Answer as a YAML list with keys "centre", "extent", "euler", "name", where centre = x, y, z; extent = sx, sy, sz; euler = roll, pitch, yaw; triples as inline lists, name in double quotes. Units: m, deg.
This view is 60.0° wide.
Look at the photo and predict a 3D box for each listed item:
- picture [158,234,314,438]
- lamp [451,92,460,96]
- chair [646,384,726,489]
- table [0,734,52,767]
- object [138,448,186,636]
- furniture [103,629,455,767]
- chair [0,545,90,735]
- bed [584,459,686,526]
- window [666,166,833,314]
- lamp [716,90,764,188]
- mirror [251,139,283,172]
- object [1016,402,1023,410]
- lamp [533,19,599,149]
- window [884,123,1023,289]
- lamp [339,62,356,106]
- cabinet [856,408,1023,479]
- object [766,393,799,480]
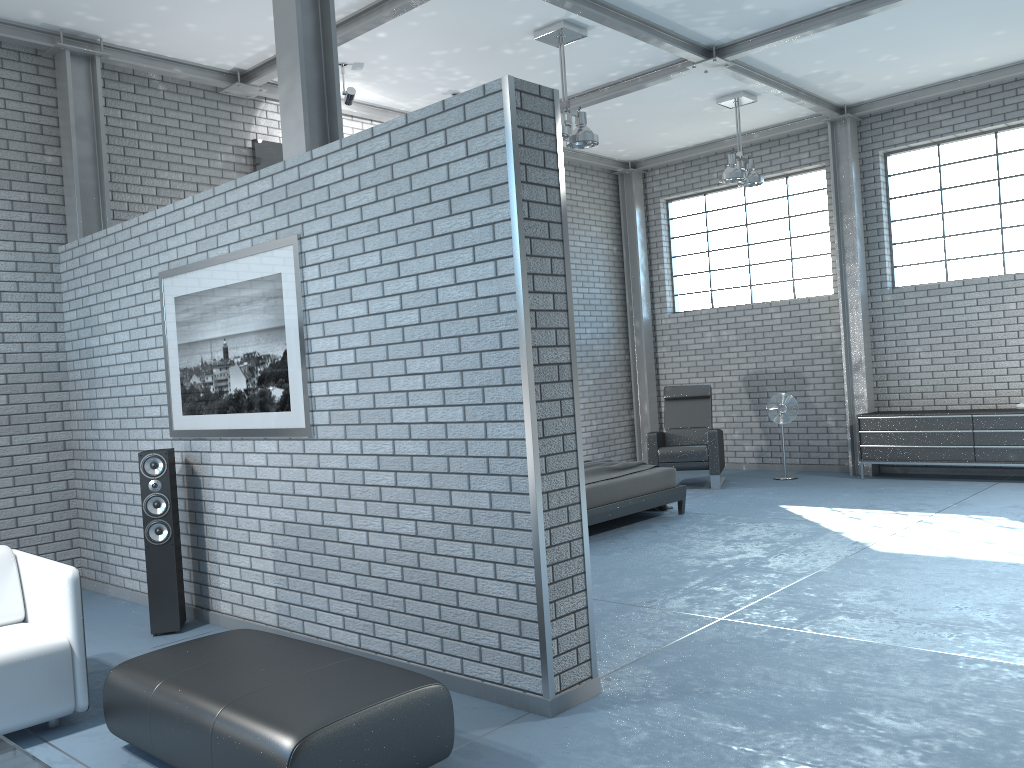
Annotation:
- centre: [-1.574, -0.207, 4.925]
  extent: [1.490, 1.015, 0.020]
  euler: [-3, 1, 43]
  name: "picture"
- centre: [-0.524, -2.544, 8.320]
  extent: [0.167, 0.332, 0.137]
  euler: [-4, 1, 33]
  name: "lamp"
- centre: [1.944, 0.570, 9.871]
  extent: [0.763, 1.099, 0.940]
  euler: [-4, 1, 18]
  name: "chair"
- centre: [-1.719, 1.284, 2.318]
  extent: [0.900, 0.300, 0.900]
  euler: [-3, 1, 43]
  name: "table"
- centre: [-2.021, 0.906, 5.133]
  extent: [0.159, 1.045, 0.254]
  euler: [-4, 1, -12]
  name: "object"
- centre: [-0.888, 1.169, 3.233]
  extent: [1.291, 0.301, 0.685]
  euler: [-3, 1, 43]
  name: "furniture"
- centre: [-2.371, 1.089, 3.764]
  extent: [0.767, 0.661, 0.919]
  euler: [-4, 1, -45]
  name: "chair"
- centre: [0.135, 0.932, 8.055]
  extent: [2.261, 0.674, 2.290]
  euler: [-3, 1, 43]
  name: "bed"
- centre: [2.911, -1.710, 10.909]
  extent: [2.200, 1.500, 0.100]
  euler: [-3, 1, 43]
  name: "window"
- centre: [2.299, -2.469, 8.970]
  extent: [0.300, 0.872, 0.639]
  euler: [-3, 1, 43]
  name: "lamp"
- centre: [-0.944, -0.430, 8.832]
  extent: [0.050, 3.500, 3.400]
  euler: [-3, 1, 43]
  name: "mirror"
- centre: [5.026, 0.122, 8.426]
  extent: [0.151, 0.244, 0.496]
  euler: [-4, 1, -22]
  name: "object"
- centre: [0.405, -2.323, 6.912]
  extent: [0.300, 0.872, 0.639]
  euler: [-3, 1, 43]
  name: "lamp"
- centre: [4.965, -1.831, 9.010]
  extent: [2.200, 1.500, 0.100]
  euler: [-3, 1, 43]
  name: "window"
- centre: [-1.383, -2.488, 7.369]
  extent: [0.137, 0.311, 0.166]
  euler: [-4, 1, -22]
  name: "lamp"
- centre: [4.658, 0.606, 8.801]
  extent: [2.250, 0.682, 0.510]
  euler: [-3, 1, 43]
  name: "cabinet"
- centre: [2.996, 0.572, 9.812]
  extent: [0.342, 0.954, 0.258]
  euler: [-4, 1, 8]
  name: "object"
